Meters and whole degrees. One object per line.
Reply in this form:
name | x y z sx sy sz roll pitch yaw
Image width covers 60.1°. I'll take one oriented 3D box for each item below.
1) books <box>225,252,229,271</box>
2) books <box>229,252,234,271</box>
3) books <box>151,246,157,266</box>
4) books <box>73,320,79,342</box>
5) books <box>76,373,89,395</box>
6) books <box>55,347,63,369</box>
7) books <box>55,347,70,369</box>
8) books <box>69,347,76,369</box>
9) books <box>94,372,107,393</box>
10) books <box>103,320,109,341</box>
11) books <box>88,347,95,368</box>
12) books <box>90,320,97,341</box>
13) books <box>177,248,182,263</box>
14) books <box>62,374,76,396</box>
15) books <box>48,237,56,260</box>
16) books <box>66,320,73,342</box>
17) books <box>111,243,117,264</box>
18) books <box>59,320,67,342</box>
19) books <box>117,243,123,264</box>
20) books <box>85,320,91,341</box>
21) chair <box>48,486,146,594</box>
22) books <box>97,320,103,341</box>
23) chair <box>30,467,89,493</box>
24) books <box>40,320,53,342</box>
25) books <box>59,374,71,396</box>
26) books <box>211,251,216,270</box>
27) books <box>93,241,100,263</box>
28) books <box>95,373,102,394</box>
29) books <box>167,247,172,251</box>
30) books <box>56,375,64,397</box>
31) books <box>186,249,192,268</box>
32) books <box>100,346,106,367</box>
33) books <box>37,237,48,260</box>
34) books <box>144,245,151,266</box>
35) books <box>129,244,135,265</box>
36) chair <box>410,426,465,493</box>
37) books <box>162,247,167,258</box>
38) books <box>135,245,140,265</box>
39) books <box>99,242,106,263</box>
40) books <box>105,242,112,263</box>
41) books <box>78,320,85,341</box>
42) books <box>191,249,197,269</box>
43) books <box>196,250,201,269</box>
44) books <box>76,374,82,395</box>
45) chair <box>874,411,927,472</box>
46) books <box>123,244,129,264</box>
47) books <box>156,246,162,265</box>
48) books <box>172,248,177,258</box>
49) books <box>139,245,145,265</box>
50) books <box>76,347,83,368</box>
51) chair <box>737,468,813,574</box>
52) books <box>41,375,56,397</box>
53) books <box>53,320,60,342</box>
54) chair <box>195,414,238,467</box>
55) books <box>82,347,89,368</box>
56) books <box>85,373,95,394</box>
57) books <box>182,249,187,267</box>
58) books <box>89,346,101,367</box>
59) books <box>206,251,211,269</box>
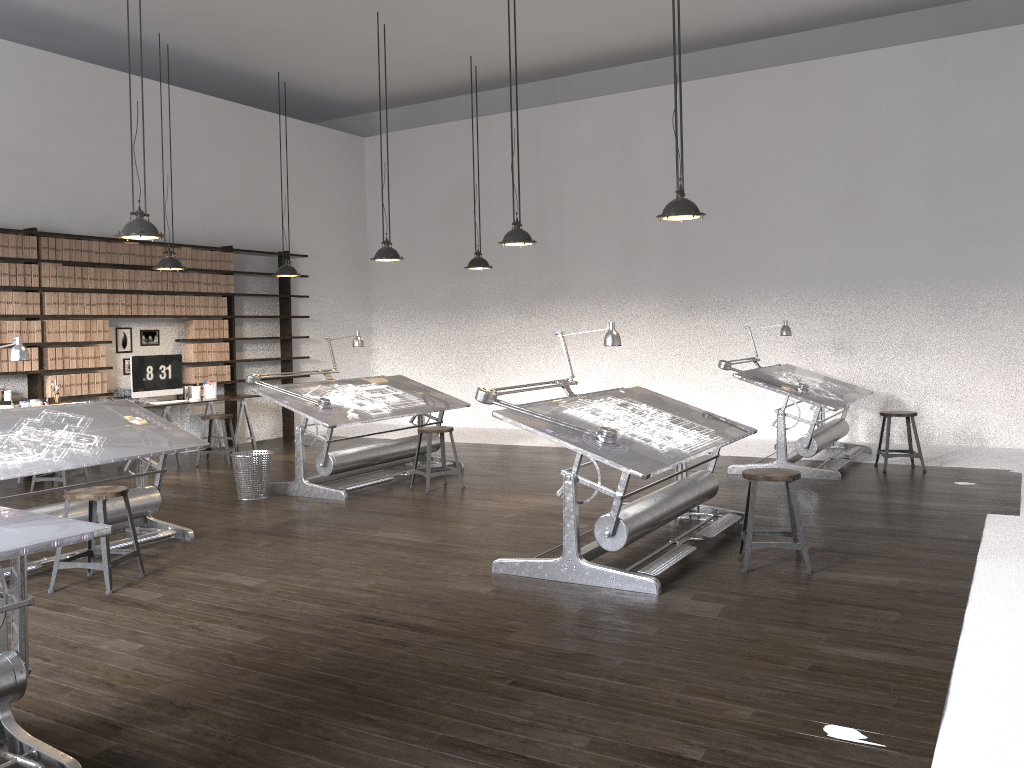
books | -3.541 -1.491 10.819 0.174 0.225 0.067 -1 1 30
books | -3.502 -1.496 10.877 0.174 0.225 0.067 -1 1 30
books | -4.067 -1.425 9.917 0.174 0.225 0.067 -1 1 30
books | -4.531 -0.542 9.091 0.174 0.225 0.067 -1 1 30
books | -4.468 0.005 9.171 0.174 0.226 0.067 -1 1 30
books | -4.614 -0.255 8.932 0.174 0.226 0.067 -1 1 30
books | -4.581 -0.260 9.000 0.174 0.225 0.067 -1 1 30
books | -4.541 -0.264 9.059 0.174 0.225 0.067 -1 1 30
books | -4.363 -0.009 9.361 0.174 0.225 0.067 -1 1 30
books | -4.357 -0.564 9.392 0.174 0.225 0.067 -1 1 30
books | -4.434 -0.277 9.238 0.174 0.226 0.067 -1 1 30
books | -4.428 -0.554 9.269 0.174 0.225 0.067 -1 1 30
books | -3.891 -1.447 10.215 0.174 0.225 0.067 -1 1 30
books | -4.541 0.013 9.052 0.174 0.225 0.067 -1 1 30
books | -4.663 -1.350 8.887 0.174 0.226 0.067 -1 1 30
books | -4.561 -0.537 9.036 0.174 0.225 0.067 -1 1 30
books | -4.316 -1.394 9.492 0.174 0.225 0.067 -1 1 30
books | -4.596 -0.533 8.972 0.174 0.226 0.067 -1 1 30
books | -4.278 -1.398 9.550 0.174 0.225 0.067 -1 1 30
books | -4.464 -0.550 9.208 0.174 0.225 0.067 -1 1 30
chair | -2.281 0.849 4.877 0.371 0.528 0.359 -1 1 9
books | -4.389 -0.559 9.328 0.174 0.225 0.067 -1 1 30
chair | -4.046 0.714 7.907 0.358 0.528 0.372 -1 1 4
books | -4.672 -0.524 8.855 0.174 0.225 0.067 -1 1 30
books | -4.569 0.018 8.995 0.174 0.226 0.067 -1 1 30
books | -3.639 -1.478 10.636 0.174 0.226 0.067 -1 1 30
books | -4.420 -1.380 9.307 0.174 0.225 0.067 -1 1 30
books | -4.395 -0.005 9.298 0.174 0.225 0.067 -1 1 30
books | -3.960 -1.439 10.100 0.174 0.225 0.067 -1 1 30
books | -4.606 0.022 8.933 0.174 0.225 0.067 -1 1 30
books | -3.819 -1.456 10.331 0.174 0.226 0.067 -1 1 30
books | -4.371 -0.286 9.352 0.174 0.225 0.067 -1 1 30
books | -4.705 -1.345 8.826 0.174 0.225 0.067 -1 1 30
books | -4.101 -1.420 9.849 0.174 0.226 0.067 -1 1 30
books | -4.202 -1.407 9.674 0.174 0.226 0.067 -1 1 30
chair | -0.656 0.644 7.671 0.372 0.528 0.358 -2 2 -31
books | -3.995 -1.434 10.039 0.174 0.225 0.067 -1 1 30
books | -4.174 -1.412 9.730 0.174 0.225 0.067 -1 1 30
books | -4.382 -1.385 9.368 0.174 0.226 0.067 -1 1 30
books | -4.350 -1.390 9.431 0.174 0.225 0.067 -1 1 30
books | -4.493 -0.546 9.146 0.174 0.226 0.067 -1 1 30
books | -3.787 -1.460 10.393 0.174 0.225 0.067 -1 1 30
books | -3.754 -1.465 10.454 0.174 0.225 0.067 -1 1 30
books | -4.510 0.009 9.110 0.174 0.225 0.067 -1 1 30
chair | 3.512 0.519 8.043 0.371 0.528 0.359 -1 1 9
books | -4.238 -1.403 9.611 0.174 0.225 0.067 -1 1 30
books | -4.027 -1.430 9.976 0.174 0.225 0.067 -1 1 30
books | -3.920 -1.443 10.155 0.174 0.226 0.067 -1 1 30
books | -4.143 -1.416 9.788 0.174 0.225 0.067 -1 1 30
books | -4.509 -0.269 9.122 0.174 0.225 0.067 -1 1 30
chair | 1.448 0.754 4.934 0.371 0.528 0.359 -1 1 9
books | -4.645 0.027 8.872 0.174 0.225 0.067 -1 1 30
books | -4.635 -0.528 8.914 0.174 0.225 0.067 -1 1 30
chair | -3.155 0.599 9.484 0.371 0.528 0.359 -1 1 -1
books | -4.473 -0.273 9.183 0.174 0.225 0.067 -1 1 30
books | -4.435 0.000 9.239 0.174 0.225 0.067 -1 1 30
books | -3.858 -1.451 10.269 0.174 0.225 0.067 -1 1 30
books | -4.404 -0.282 9.298 0.174 0.225 0.067 -1 1 30
books | -3.676 -1.474 10.573 0.174 0.225 0.067 -1 1 30
